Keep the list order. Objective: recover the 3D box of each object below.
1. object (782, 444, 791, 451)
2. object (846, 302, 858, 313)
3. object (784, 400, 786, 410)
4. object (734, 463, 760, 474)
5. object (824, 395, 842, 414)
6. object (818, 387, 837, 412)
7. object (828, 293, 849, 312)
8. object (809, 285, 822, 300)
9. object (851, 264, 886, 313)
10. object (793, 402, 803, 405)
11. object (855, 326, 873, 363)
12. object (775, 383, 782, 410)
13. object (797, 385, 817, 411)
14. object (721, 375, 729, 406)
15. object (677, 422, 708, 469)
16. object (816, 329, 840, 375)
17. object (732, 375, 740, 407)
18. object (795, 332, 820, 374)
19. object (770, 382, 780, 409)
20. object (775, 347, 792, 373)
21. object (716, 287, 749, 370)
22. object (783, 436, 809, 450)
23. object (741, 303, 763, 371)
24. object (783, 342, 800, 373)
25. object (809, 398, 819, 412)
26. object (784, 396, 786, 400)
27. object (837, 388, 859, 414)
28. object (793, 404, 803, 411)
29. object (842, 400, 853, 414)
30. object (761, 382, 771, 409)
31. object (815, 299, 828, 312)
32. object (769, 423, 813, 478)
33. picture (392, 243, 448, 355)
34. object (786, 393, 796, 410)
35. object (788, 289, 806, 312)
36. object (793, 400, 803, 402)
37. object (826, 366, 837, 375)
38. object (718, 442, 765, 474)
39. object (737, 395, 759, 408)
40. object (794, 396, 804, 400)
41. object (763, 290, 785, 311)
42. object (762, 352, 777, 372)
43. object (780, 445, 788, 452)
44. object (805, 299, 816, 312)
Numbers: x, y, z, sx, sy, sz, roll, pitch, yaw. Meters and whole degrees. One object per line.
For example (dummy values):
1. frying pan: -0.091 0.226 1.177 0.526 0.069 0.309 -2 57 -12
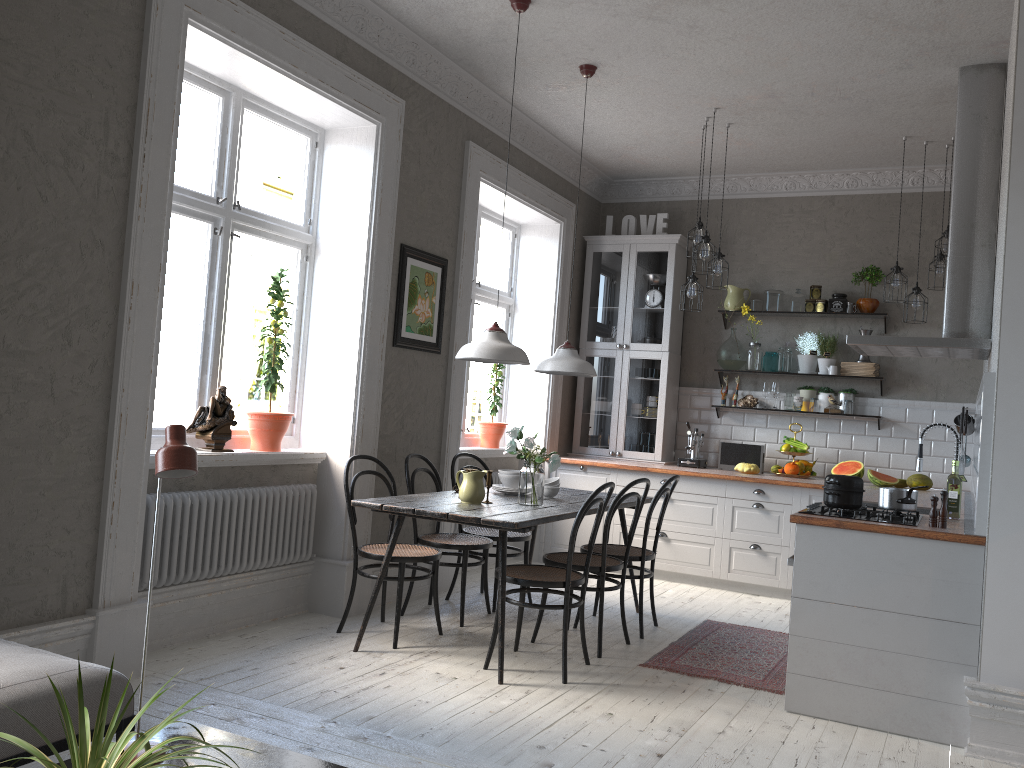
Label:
1. object: 2.127 0.495 6.864 0.080 0.069 0.058 6 -2 -44
2. object: 2.647 -0.592 6.898 0.092 0.096 0.076 3 -2 27
3. object: 2.233 0.172 7.163 0.076 0.083 0.079 3 -2 44
4. object: 1.830 0.656 6.886 0.193 0.083 0.192 3 -2 27
5. object: 2.524 0.159 6.943 0.119 0.147 0.100 4 -2 -6
6. object: 2.502 0.126 7.056 0.150 0.214 0.170 5 -2 -34
7. object: 2.597 -0.631 7.035 0.139 0.174 0.144 3 -2 27
8. object: 2.420 -0.726 7.060 0.082 0.113 0.083 4 -2 7
9. object: 2.790 -0.733 6.897 0.246 0.397 0.255 6 -2 -39
10. object: 2.265 0.169 7.014 0.076 0.051 0.078 4 -2 19
11. object: 2.756 -0.304 6.917 0.129 0.288 0.132 4 -2 11
12. object: 2.148 0.100 7.188 0.081 0.217 0.082 4 -2 12
13. object: 2.360 0.113 7.114 0.156 0.217 0.156 4 -2 6
14. object: 1.770 0.056 7.377 0.053 0.264 0.061 4 -2 -2
15. object: 1.464 0.494 7.203 0.202 0.370 0.359 3 -2 27
16. object: 2.491 -0.258 7.013 0.186 0.380 0.168 5 -2 -13
17. object: 1.856 0.061 7.317 0.062 0.264 0.052 5 -2 -27
18. object: 2.397 -0.250 7.117 0.239 0.354 0.239 3 -2 44
19. object: 2.109 0.095 7.105 0.081 0.217 0.082 4 -2 12
20. object: 2.185 -0.191 7.113 0.127 0.206 0.122 6 -2 -41
21. object: 1.810 -0.452 7.299 0.335 0.674 0.336 4 -2 -5
22. object: 2.206 0.458 6.878 0.207 0.101 0.068 3 -2 32
23. object: 1.938 -0.377 7.182 0.189 0.540 0.284 4 -2 19
24. object: 2.277 -0.209 7.240 0.129 0.264 0.134 3 -2 32
25. object: 2.393 0.167 7.014 0.077 0.108 0.079 4 -2 20
26. object: 2.235 0.139 7.164 0.076 0.083 0.079 3 -2 44
27. object: 2.652 0.137 6.992 0.156 0.213 0.155 4 -2 24
28. object: 2.264 0.186 7.013 0.076 0.051 0.078 4 -2 19
29. object: 2.611 0.180 6.880 0.077 0.108 0.079 4 -2 20
30. object: 2.074 0.095 7.228 0.081 0.217 0.082 4 -2 12
31. object: 2.462 -0.611 7.042 0.081 0.113 0.084 3 -2 36
32. object: 2.201 0.515 6.906 0.349 0.425 0.355 4 -2 12
33. picture: -0.559 -0.514 5.500 0.019 0.620 0.530 3 -2 27
34. object: 2.227 0.142 7.083 0.079 0.139 0.079 4 -2 -1
35. object: 2.331 -0.668 7.227 0.141 0.220 0.138 5 -2 -14
36. object: 2.267 0.152 7.014 0.079 0.051 0.075 6 -2 -45
37. object: 2.509 -0.106 6.923 0.064 0.071 0.104 5 -2 -33
38. object: 1.843 0.591 7.113 0.345 0.226 0.089 4 -2 26
39. object: 1.931 0.140 7.249 0.176 0.111 0.096 4 -2 3
40. object: 2.269 0.127 7.015 0.076 0.051 0.078 4 -2 12
41. object: 2.128 -0.666 7.218 0.175 0.184 0.169 5 -2 -24
42. object: 2.116 -0.176 7.246 0.124 0.172 0.128 3 -2 30
43. object: 2.147 0.515 6.937 0.095 0.078 0.102 4 -2 13
44. object: 2.387 -0.615 7.083 0.081 0.113 0.084 3 -2 27
